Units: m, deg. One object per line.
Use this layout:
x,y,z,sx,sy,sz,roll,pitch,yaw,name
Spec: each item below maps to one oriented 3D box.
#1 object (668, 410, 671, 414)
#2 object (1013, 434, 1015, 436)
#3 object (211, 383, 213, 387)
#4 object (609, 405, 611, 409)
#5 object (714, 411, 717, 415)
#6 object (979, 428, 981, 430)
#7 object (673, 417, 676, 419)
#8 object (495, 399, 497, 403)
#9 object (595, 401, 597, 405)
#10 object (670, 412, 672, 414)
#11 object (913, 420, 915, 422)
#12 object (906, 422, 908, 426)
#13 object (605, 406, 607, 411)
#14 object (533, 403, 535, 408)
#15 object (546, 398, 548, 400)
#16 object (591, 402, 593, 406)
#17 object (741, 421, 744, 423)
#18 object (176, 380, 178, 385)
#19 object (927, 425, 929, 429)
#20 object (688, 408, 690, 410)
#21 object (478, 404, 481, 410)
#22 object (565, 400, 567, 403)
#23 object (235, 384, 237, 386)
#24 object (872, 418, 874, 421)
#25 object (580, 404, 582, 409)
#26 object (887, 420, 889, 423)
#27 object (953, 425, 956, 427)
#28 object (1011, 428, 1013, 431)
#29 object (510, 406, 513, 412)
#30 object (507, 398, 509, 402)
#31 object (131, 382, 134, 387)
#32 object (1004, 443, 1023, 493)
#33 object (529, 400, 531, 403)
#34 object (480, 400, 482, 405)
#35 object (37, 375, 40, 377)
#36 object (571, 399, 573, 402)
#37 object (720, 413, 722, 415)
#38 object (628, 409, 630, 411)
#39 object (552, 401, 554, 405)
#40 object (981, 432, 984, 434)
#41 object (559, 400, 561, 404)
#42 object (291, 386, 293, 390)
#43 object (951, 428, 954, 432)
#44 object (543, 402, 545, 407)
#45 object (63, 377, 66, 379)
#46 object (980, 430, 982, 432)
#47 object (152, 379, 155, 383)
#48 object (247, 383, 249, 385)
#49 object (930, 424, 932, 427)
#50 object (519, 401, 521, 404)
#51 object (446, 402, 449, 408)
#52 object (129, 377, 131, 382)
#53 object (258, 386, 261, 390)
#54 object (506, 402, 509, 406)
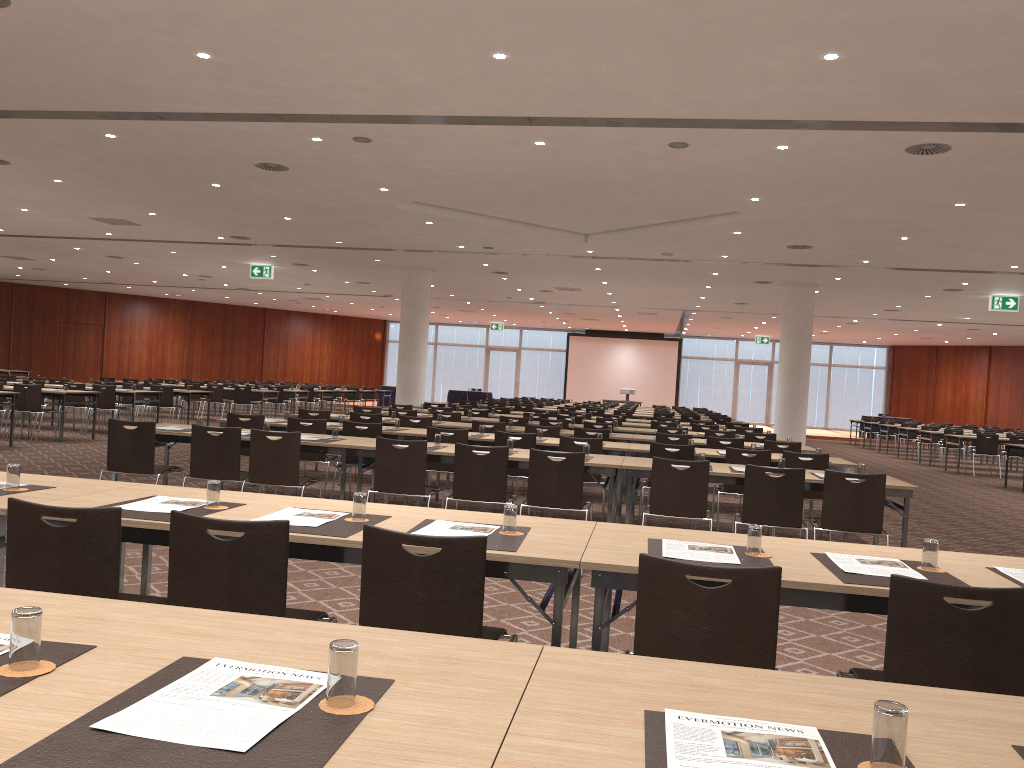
4.038,0.728,22.760,0.054,0.114,0.054,4,1,43,object
11.100,1.164,19.613,0.054,0.114,0.054,3,1,-25,object
-7.645,0.026,22.618,0.054,0.114,0.054,3,1,-25,object
2.750,0.643,24.991,0.054,0.114,0.054,4,1,43,object
5.629,0.818,24.534,0.054,0.114,0.054,3,1,-25,object
12.383,1.228,23.460,0.054,0.114,0.054,3,1,-2,object
3.169,0.695,17.338,0.054,0.114,0.054,4,1,20,object
-0.433,0.457,23.489,0.054,0.114,0.054,3,1,-25,object
2.755,0.629,29.057,0.054,0.114,0.054,4,1,43,object
3.730,0.717,20.795,0.054,0.114,0.054,4,1,43,object
13.326,1.264,29.387,0.054,0.114,0.054,3,1,-2,object
11.412,1.162,25.639,0.054,0.114,0.054,3,1,-2,object
2.448,0.632,23.017,0.054,0.114,0.054,3,1,-25,object
0.531,0.522,21.296,0.054,0.114,0.054,4,1,43,object
1.158,0.532,29.304,0.054,0.114,0.054,4,1,43,object
2.435,0.617,27.074,0.054,0.114,0.054,4,1,43,object
4.461,0.773,17.135,0.054,0.114,0.054,3,1,-2,object
-8.605,-0.033,22.771,0.054,0.114,0.054,4,1,43,object
11.095,1.150,23.661,0.054,0.114,0.054,3,1,-2,object
5.311,0.792,26.608,0.054,0.114,0.054,4,1,43,object
-0.660,0.462,17.948,0.054,0.114,0.054,4,1,20,object
1.789,0.571,29.207,0.054,0.114,0.054,4,1,43,object
-7.004,0.065,22.513,0.054,0.114,0.054,3,1,-25,object
12.039,1.186,29.597,0.054,0.114,0.054,3,1,-2,object
1.797,0.592,23.131,0.054,0.114,0.054,3,1,-25,object
11.725,1.174,27.620,0.054,0.114,0.054,3,1,-2,object
12.688,1.240,25.435,0.054,0.114,0.054,3,1,-2,object
15.244,1.388,27.055,0.054,0.114,0.054,3,1,-25,object
-0.015,0.502,17.853,0.054,0.114,0.054,4,1,43,object
-0.120,0.469,25.453,0.054,0.114,0.054,3,1,-25,object
-8.206,0.004,19.157,0.054,0.114,0.054,3,1,-2,object
10.367,1.610,16.234,2.267,0.833,0.953,3,0,9,object
0.527,0.508,25.363,0.054,0.114,0.054,4,1,43,object
-0.754,0.444,21.518,0.054,0.114,0.054,3,1,-25,object
-10.429,-0.131,19.518,0.054,0.114,0.054,4,1,43,object
2.114,0.583,31.181,0.054,0.114,0.054,4,1,43,object
5.312,0.806,22.563,0.054,0.114,0.054,3,1,-25,object
2.765,0.658,20.944,0.054,0.114,0.054,3,1,-25,object
1.166,0.547,25.251,0.054,0.114,0.054,4,1,43,object
10.462,1.126,19.718,0.054,0.114,0.054,3,1,-25,object
1.470,0.558,27.239,0.054,0.114,0.054,4,1,43,object
-6.044,0.116,24.371,0.054,0.114,0.054,3,1,-25,object
10.771,1.137,21.695,0.054,0.114,0.054,3,1,-25,object
0.837,0.534,23.284,0.054,0.114,0.054,3,1,-25,object
-9.796,-0.093,19.405,0.054,0.114,0.054,4,1,43,object
11.422,1.177,21.595,0.054,0.114,0.054,3,1,-25,object
-9.248,-0.072,22.862,0.054,0.114,0.054,4,1,43,object
-7.324,0.038,24.591,0.054,0.114,0.054,3,1,-25,object
12.056,1.201,25.535,0.054,0.114,0.054,3,1,-2,object
0.210,0.496,23.374,0.054,0.114,0.054,3,1,-25,object
-1.313,0.423,18.047,0.054,0.114,0.054,3,1,-2,object
-9.886,-0.110,22.966,0.054,0.114,0.054,4,1,43,object
-6.378,0.103,22.401,0.054,0.114,0.054,3,1,-25,object
-0.110,0.483,21.413,0.054,0.114,0.054,4,1,43,object
